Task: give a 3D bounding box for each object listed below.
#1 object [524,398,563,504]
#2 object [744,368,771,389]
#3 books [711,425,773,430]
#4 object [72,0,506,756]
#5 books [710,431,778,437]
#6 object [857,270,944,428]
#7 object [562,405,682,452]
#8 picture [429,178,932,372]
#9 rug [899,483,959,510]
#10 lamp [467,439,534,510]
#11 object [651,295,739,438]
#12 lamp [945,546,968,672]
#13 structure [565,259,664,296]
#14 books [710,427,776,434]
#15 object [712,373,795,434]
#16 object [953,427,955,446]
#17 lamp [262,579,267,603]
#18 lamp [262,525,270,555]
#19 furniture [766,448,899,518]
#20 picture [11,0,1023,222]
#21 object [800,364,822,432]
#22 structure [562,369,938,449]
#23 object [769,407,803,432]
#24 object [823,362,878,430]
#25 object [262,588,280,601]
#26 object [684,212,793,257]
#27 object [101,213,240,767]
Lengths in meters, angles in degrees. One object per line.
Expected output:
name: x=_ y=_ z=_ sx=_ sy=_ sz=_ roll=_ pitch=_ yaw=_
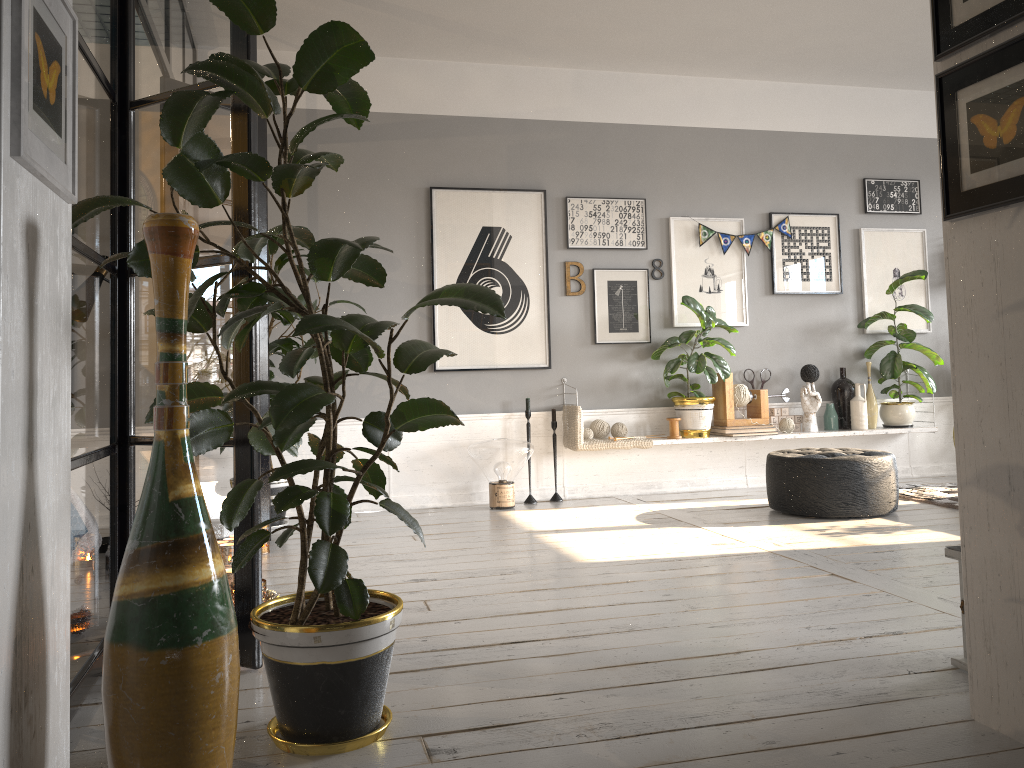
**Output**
object: x=0.201 y=0.433 z=5.903 sx=0.279 sy=0.703 sz=0.091 roll=0 pitch=-4 yaw=-22
object: x=1.785 y=0.120 z=6.403 sx=0.221 sy=0.465 sz=0.019 roll=-1 pitch=-4 yaw=-14
books: x=1.603 y=0.298 z=6.200 sx=0.379 sy=0.017 sz=0.228 roll=-2 pitch=0 yaw=-17
object: x=-0.983 y=-0.064 z=3.674 sx=1.011 sy=1.799 sz=3.886 roll=-1 pitch=0 yaw=-15
books: x=1.621 y=0.344 z=6.196 sx=0.368 sy=0.021 sz=0.295 roll=-2 pitch=0 yaw=-20
object: x=2.860 y=-0.257 z=6.515 sx=0.566 sy=1.154 sz=0.415 roll=-3 pitch=-3 yaw=25
object: x=0.758 y=0.285 z=5.988 sx=0.785 sy=0.308 sz=0.328 roll=-2 pitch=-1 yaw=-13
picture: x=0.165 y=-0.829 z=4.015 sx=7.294 sy=1.801 sz=4.029 roll=-2 pitch=0 yaw=-14
rug: x=3.521 y=0.689 z=5.019 sx=1.770 sy=0.034 sz=2.520 roll=-2 pitch=0 yaw=-14
lamp: x=-0.069 y=0.574 z=5.679 sx=0.432 sy=0.439 sz=0.431 roll=-2 pitch=-2 yaw=8
object: x=1.265 y=-0.117 z=6.076 sx=0.510 sy=0.967 sz=0.544 roll=0 pitch=-3 yaw=-29
lamp: x=1.385 y=0.536 z=2.367 sx=0.287 sy=0.479 sz=0.286 roll=-1 pitch=-3 yaw=-15
structure: x=0.728 y=-0.753 z=6.229 sx=0.739 sy=0.264 sz=0.024 roll=-2 pitch=-3 yaw=-14
books: x=1.610 y=0.320 z=6.190 sx=0.384 sy=0.029 sz=0.259 roll=-2 pitch=0 yaw=-13
object: x=1.718 y=0.136 z=6.235 sx=0.546 sy=0.442 sz=0.238 roll=-1 pitch=-3 yaw=-14
object: x=4.090 y=0.191 z=6.801 sx=1.626 sy=0.973 sz=0.425 roll=-1 pitch=-3 yaw=-23
lamp: x=-0.856 y=0.740 z=2.883 sx=0.115 sy=0.188 sz=0.114 roll=-1 pitch=-3 yaw=-16
lamp: x=-1.253 y=0.765 z=4.376 sx=0.107 sy=0.141 sz=0.107 roll=-3 pitch=-3 yaw=40
furniture: x=1.880 y=0.567 z=5.219 sx=0.735 sy=0.358 sz=0.733 roll=-1 pitch=0 yaw=-27
picture: x=0.144 y=-0.742 z=1.746 sx=1.945 sy=0.756 sz=0.357 roll=-2 pitch=-3 yaw=-14
object: x=2.143 y=0.099 z=6.360 sx=0.155 sy=0.485 sz=0.136 roll=-1 pitch=-3 yaw=-14
structure: x=1.730 y=0.164 z=6.266 sx=2.776 sy=0.488 sz=0.307 roll=-2 pitch=-2 yaw=-14
object: x=1.973 y=0.258 z=6.403 sx=0.265 sy=0.174 sz=0.078 roll=-1 pitch=-3 yaw=-8
object: x=2.452 y=0.086 z=6.423 sx=0.331 sy=0.490 sz=0.285 roll=-3 pitch=-3 yaw=36
object: x=-1.177 y=0.791 z=3.098 sx=0.717 sy=0.118 sz=0.191 roll=-2 pitch=-1 yaw=-25
object: x=1.671 y=-1.096 z=6.461 sx=0.914 sy=0.341 sz=0.057 roll=-2 pitch=-3 yaw=-15
object: x=-0.573 y=0.274 z=1.491 sx=0.216 sy=1.128 sz=0.215 roll=0 pitch=-4 yaw=-20
